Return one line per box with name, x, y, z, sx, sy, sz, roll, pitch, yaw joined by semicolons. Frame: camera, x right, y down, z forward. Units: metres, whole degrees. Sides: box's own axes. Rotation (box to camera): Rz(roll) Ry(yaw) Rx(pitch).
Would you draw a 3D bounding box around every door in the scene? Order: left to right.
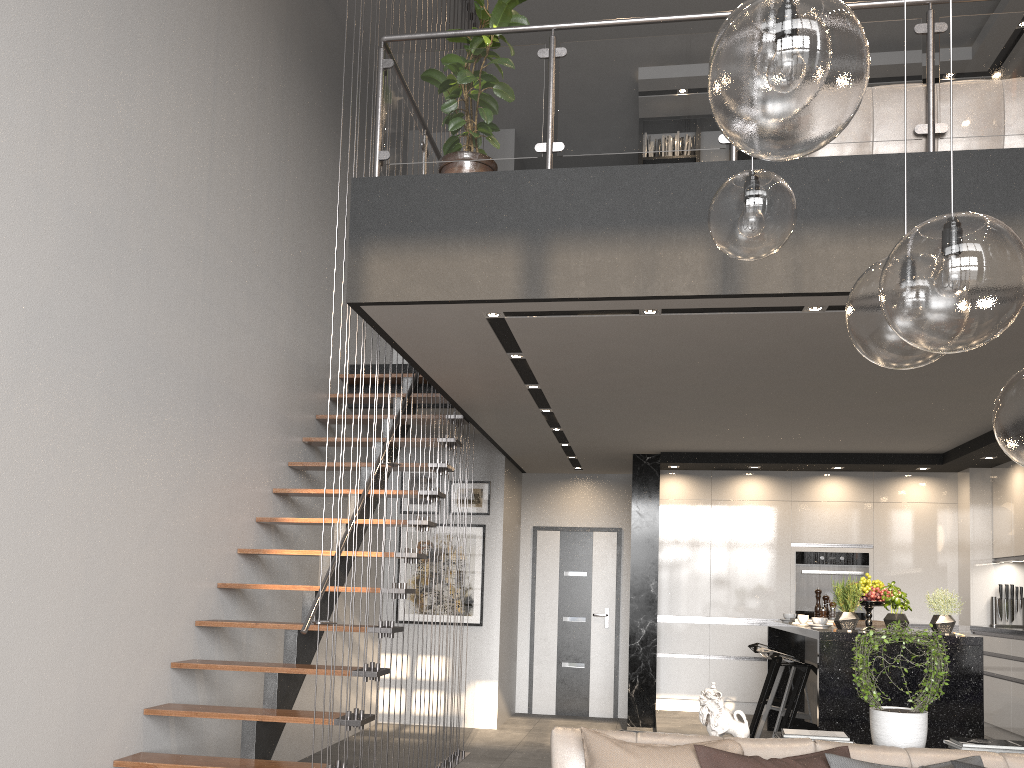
door;0.688;2.599;9.572;0.974;2.050;0.172;1;-4;9

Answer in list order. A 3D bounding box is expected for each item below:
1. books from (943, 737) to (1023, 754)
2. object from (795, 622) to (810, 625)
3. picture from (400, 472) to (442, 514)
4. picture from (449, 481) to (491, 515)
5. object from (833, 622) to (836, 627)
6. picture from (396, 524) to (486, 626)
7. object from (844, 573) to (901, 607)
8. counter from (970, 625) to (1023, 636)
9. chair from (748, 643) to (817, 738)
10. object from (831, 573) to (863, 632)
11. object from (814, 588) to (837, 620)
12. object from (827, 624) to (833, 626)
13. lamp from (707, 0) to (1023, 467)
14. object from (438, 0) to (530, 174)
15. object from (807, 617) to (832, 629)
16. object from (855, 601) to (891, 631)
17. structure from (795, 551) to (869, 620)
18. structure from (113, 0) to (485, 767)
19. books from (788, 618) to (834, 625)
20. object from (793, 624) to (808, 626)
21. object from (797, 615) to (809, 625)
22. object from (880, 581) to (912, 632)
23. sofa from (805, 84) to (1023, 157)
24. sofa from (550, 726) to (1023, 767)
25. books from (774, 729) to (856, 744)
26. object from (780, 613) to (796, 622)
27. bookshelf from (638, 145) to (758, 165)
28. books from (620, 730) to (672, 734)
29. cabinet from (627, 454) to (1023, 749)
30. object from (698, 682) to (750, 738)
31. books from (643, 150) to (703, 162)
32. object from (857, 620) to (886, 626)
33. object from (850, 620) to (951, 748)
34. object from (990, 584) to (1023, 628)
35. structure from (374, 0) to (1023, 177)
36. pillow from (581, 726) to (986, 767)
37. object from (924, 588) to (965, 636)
books;1.886;1.466;3.470;0.325;0.097;0.209;0;-12;9
object;2.067;1.696;6.208;0.028;0.026;0.132;7;-14;-31
picture;-0.906;1.041;8.702;0.410;0.498;0.025;0;-4;9
picture;-0.415;1.121;8.618;0.410;0.329;0.025;0;-4;9
object;2.225;1.610;5.889;0.131;0.059;0.071;0;-10;9
picture;-0.701;1.867;8.602;0.871;0.978;0.025;0;-4;9
object;2.297;1.322;5.622;0.347;0.211;0.326;1;-11;6
counter;4.054;1.728;5.929;0.610;0.039;3.537;0;-13;9
chair;1.948;2.256;6.221;0.434;0.722;1.768;1;-12;9
object;2.039;1.312;5.293;0.188;0.363;0.198;6;-8;-36
object;2.528;1.773;7.011;0.150;0.279;0.203;3;-7;-8
object;2.158;1.690;6.136;0.193;0.011;0.194;-10;-17;40
lamp;0.834;-2.337;1.696;1.231;4.918;1.248;1;-5;6
object;-0.154;-1.602;4.449;0.775;1.446;0.535;-2;-6;29
object;1.997;1.551;5.679;0.156;0.069;0.158;7;-13;-22
object;2.283;1.483;5.602;0.369;0.185;0.373;8;-13;-27
structure;3.027;1.952;8.443;0.655;0.622;0.665;0;-9;9
structure;-1.068;-0.247;5.937;1.178;5.952;3.662;1;-7;9
books;2.256;1.785;6.575;0.322;0.037;0.176;0;-13;8
object;2.120;1.703;6.177;0.227;0.003;0.234;0;-13;9
object;2.083;1.686;6.255;0.084;0.069;0.078;8;-11;-31
object;2.293;1.334;5.231;0.179;0.307;0.175;-1;-7;20
sofa;2.590;-1.078;4.866;2.276;0.768;2.340;0;-12;9
sofa;1.467;1.529;2.348;3.242;0.805;1.919;0;-12;9
books;1.241;1.476;3.574;0.348;0.098;0.198;0;-12;9
object;2.183;1.840;6.882;0.156;0.069;0.158;7;-13;-22
bookshelf;2.908;-1.211;7.950;3.519;2.478;0.252;0;-4;9
books;0.570;1.493;3.660;0.294;0.053;0.188;-1;-13;13
cabinet;2.607;1.285;6.336;3.619;3.183;6.344;0;-11;9
object;0.879;1.379;3.614;0.207;0.285;0.138;-2;-7;28
books;2.908;-1.257;7.944;3.437;2.296;0.215;0;-4;9
object;2.792;1.893;6.947;0.290;0.030;0.410;0;-13;8
object;1.556;1.235;3.527;0.385;0.567;0.219;3;-6;-10
object;4.316;1.923;7.591;0.321;0.367;0.067;0;-5;9
structure;1.670;-0.938;5.512;4.220;0.727;3.454;0;-13;9
pillow;1.173;1.467;2.895;1.940;0.491;0.554;0;-9;8
object;2.573;1.352;5.212;0.221;0.279;0.214;-1;-8;22
